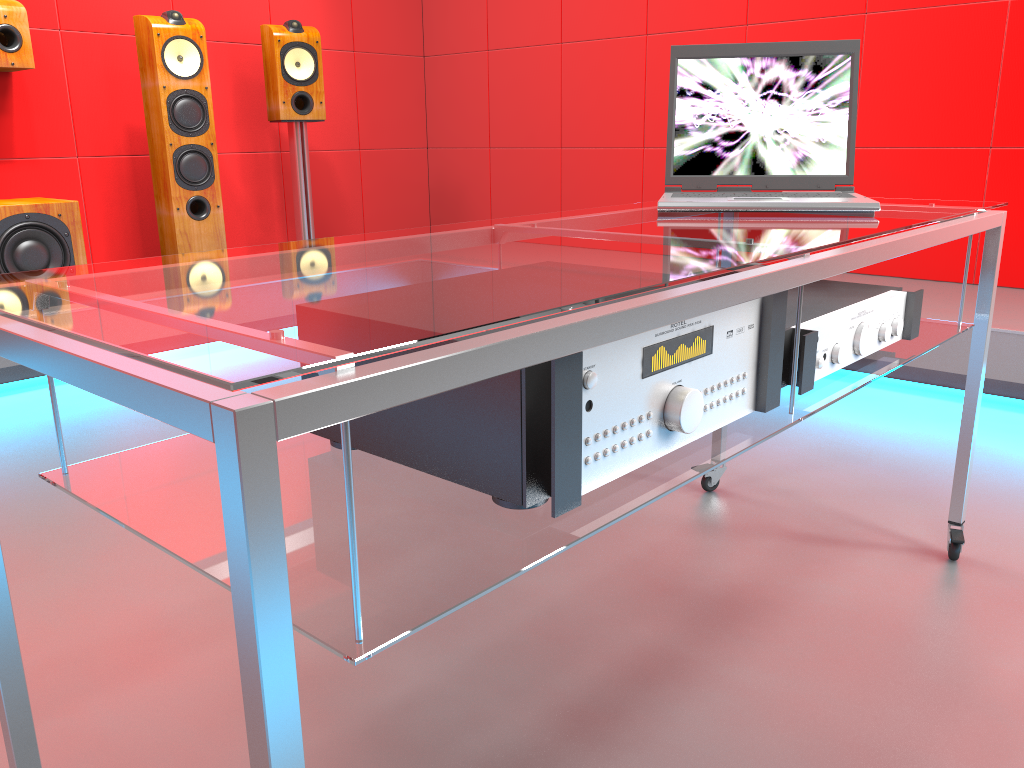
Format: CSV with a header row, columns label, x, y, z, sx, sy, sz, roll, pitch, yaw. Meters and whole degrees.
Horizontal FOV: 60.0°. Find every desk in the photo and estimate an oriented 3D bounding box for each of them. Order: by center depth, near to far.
label,x,y,z,sx,sy,sz,roll,pitch,yaw
desk,0.150,0.128,1.280,0.594,0.690,1.617,13,21,40

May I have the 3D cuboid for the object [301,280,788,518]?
label,x,y,z,sx,sy,sz,roll,pitch,yaw
object,0.047,-0.020,1.022,0.371,0.158,0.431,13,21,40

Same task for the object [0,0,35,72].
label,x,y,z,sx,sy,sz,roll,pitch,yaw
object,-2.048,-1.287,3.206,0.235,0.271,0.493,13,21,40

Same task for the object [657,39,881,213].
label,x,y,z,sx,sy,sz,roll,pitch,yaw
object,0.433,-0.448,1.517,0.342,0.285,0.340,3,16,12

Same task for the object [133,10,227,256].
label,x,y,z,sx,sy,sz,roll,pitch,yaw
object,-1.349,-0.960,3.635,0.203,1.052,0.238,-13,20,-36

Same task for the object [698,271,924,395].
label,x,y,z,sx,sy,sz,roll,pitch,yaw
object,0.374,-0.092,1.384,0.365,0.092,0.435,13,21,40

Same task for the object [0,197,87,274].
label,x,y,z,sx,sy,sz,roll,pitch,yaw
object,-1.797,-0.475,3.208,0.360,0.360,0.360,13,21,40

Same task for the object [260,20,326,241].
label,x,y,z,sx,sy,sz,roll,pitch,yaw
object,-0.965,-1.073,4.012,0.231,1.058,0.265,-9,18,-27
